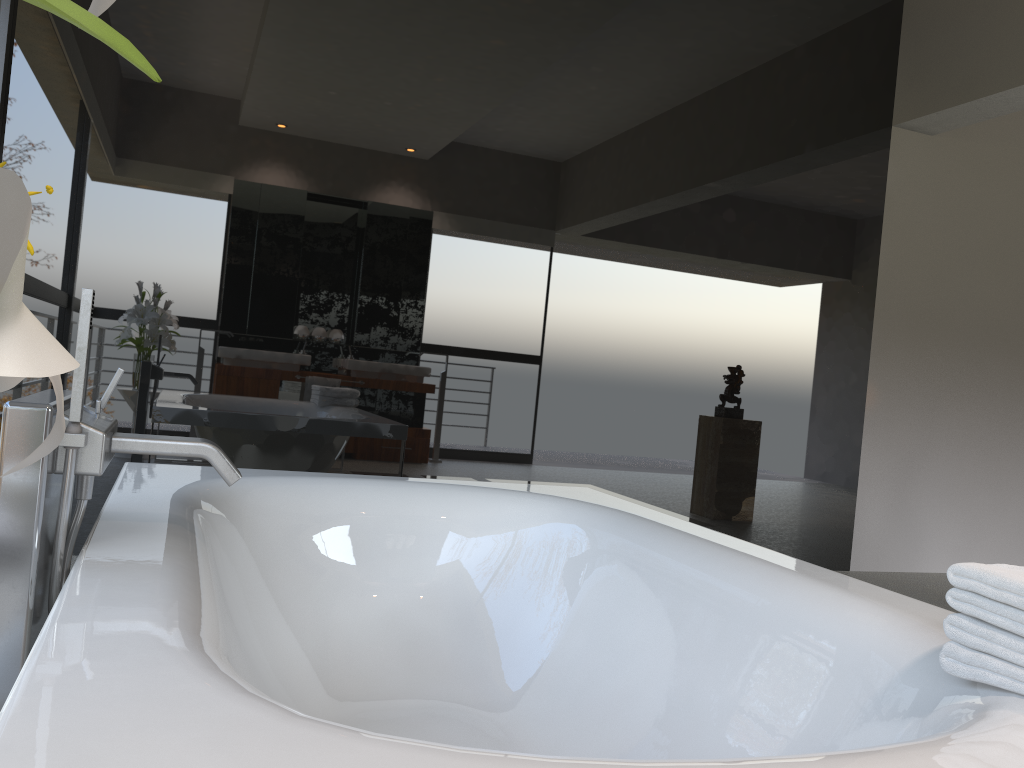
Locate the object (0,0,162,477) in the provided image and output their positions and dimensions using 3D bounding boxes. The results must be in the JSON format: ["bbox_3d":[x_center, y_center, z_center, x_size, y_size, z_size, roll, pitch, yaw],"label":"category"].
[{"bbox_3d":[-0.349,-0.103,0.243,0.460,0.796,0.450,6,0,7],"label":"object"}]

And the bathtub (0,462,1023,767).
[{"bbox_3d":[-0.064,0.547,1.602,1.327,0.504,1.959,6,0,-20],"label":"bathtub"}]

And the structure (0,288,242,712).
[{"bbox_3d":[-0.626,0.306,1.433,0.330,0.885,0.402,6,0,-20],"label":"structure"}]

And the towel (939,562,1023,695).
[{"bbox_3d":[0.741,0.316,1.044,0.305,0.145,0.322,6,0,-18],"label":"towel"}]
